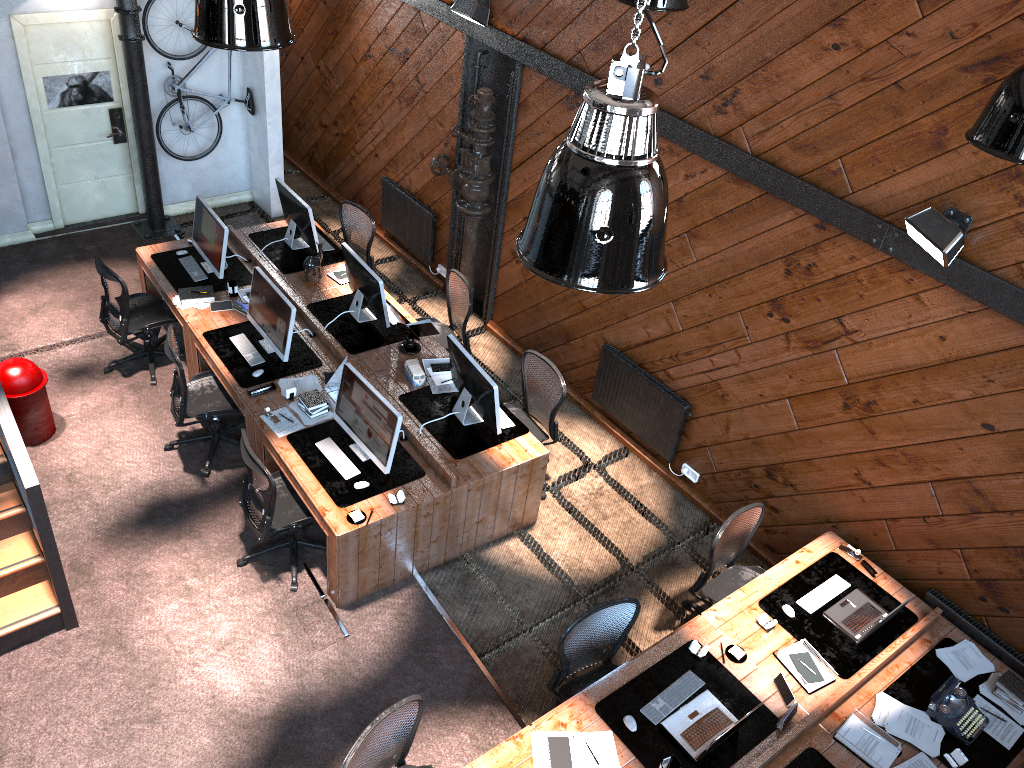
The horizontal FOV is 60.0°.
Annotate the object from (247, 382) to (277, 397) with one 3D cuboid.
[{"bbox_3d":[-1.909,0.042,6.765,0.215,0.031,0.089,-20,45,-33],"label":"object"}]

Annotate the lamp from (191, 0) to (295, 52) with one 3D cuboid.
[{"bbox_3d":[-1.058,-2.494,3.246,0.445,2.372,0.445,-4,38,-16],"label":"lamp"}]

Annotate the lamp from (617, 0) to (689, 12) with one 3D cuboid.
[{"bbox_3d":[0.929,-3.145,4.395,0.445,2.372,0.445,-11,41,-24],"label":"lamp"}]

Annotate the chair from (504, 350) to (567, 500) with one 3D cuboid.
[{"bbox_3d":[0.049,0.340,7.122,0.770,1.085,0.792,32,43,28],"label":"chair"}]

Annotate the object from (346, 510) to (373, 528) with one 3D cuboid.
[{"bbox_3d":[-1.012,0.870,5.840,0.154,0.026,0.158,11,37,3],"label":"object"}]

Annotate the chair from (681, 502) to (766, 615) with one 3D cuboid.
[{"bbox_3d":[1.602,1.390,6.031,0.792,1.085,0.770,25,40,21],"label":"chair"}]

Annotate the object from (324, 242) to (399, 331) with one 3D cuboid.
[{"bbox_3d":[-1.217,-0.816,7.605,0.642,0.578,0.772,11,37,3],"label":"object"}]

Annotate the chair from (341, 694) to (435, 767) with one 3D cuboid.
[{"bbox_3d":[-0.518,2.175,4.573,0.792,1.085,0.770,18,38,13],"label":"chair"}]

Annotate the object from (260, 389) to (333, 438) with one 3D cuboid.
[{"bbox_3d":[-1.589,0.193,6.568,0.478,0.098,0.319,-22,46,-34],"label":"object"}]

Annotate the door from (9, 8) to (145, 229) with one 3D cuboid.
[{"bbox_3d":[-4.496,-2.744,9.340,1.013,2.268,0.064,-20,45,-33],"label":"door"}]

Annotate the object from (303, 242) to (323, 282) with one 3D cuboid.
[{"bbox_3d":[-1.797,-1.130,8.077,0.229,0.351,0.135,-22,46,-34],"label":"object"}]

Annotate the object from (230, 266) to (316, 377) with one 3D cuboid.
[{"bbox_3d":[-1.966,-0.483,7.014,0.654,0.576,0.735,12,37,4],"label":"object"}]

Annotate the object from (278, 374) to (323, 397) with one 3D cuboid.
[{"bbox_3d":[-1.642,0.015,6.875,0.315,0.002,0.246,-9,40,-22],"label":"object"}]

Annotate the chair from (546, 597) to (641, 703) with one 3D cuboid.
[{"bbox_3d":[0.588,1.833,5.244,0.792,1.085,0.770,32,43,28],"label":"chair"}]

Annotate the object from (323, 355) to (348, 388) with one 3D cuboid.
[{"bbox_3d":[-1.378,-0.129,6.851,0.165,0.320,0.178,-13,42,-26],"label":"object"}]

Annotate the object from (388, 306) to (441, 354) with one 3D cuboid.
[{"bbox_3d":[-0.834,-0.455,7.334,0.417,0.380,0.304,21,38,16],"label":"object"}]

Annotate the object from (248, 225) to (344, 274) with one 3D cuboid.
[{"bbox_3d":[-2.062,-1.326,8.571,0.687,0.008,0.848,-19,45,-32],"label":"object"}]

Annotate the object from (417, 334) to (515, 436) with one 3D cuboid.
[{"bbox_3d":[-0.271,0.043,6.649,0.663,0.578,0.811,16,37,10],"label":"object"}]

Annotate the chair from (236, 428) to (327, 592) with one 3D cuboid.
[{"bbox_3d":[-1.579,0.774,6.227,0.770,1.085,0.792,32,43,28],"label":"chair"}]

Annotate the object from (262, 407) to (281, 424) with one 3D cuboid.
[{"bbox_3d":[-1.772,0.221,6.524,0.159,0.064,0.054,31,42,28],"label":"object"}]

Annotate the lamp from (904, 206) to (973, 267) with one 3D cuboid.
[{"bbox_3d":[2.388,-0.848,5.029,0.283,0.287,0.328,-21,45,-33],"label":"lamp"}]

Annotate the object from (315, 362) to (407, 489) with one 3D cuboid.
[{"bbox_3d":[-0.993,0.258,6.218,0.610,0.573,0.714,-21,46,-34],"label":"object"}]

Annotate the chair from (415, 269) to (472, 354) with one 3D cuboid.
[{"bbox_3d":[-0.686,-0.433,8.007,0.792,1.085,0.770,-21,46,-34],"label":"chair"}]

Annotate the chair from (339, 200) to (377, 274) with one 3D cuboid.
[{"bbox_3d":[-1.693,-1.199,8.827,0.770,1.085,0.792,25,40,21],"label":"chair"}]

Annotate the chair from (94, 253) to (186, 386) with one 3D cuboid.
[{"bbox_3d":[-3.277,-0.659,7.799,0.770,1.085,0.792,25,40,21],"label":"chair"}]

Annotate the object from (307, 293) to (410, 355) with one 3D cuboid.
[{"bbox_3d":[-1.292,-0.558,7.701,0.687,0.008,0.848,-19,45,-32],"label":"object"}]

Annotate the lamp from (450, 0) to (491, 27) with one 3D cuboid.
[{"bbox_3d":[-0.343,-3.261,7.701,0.262,0.260,0.328,-20,45,-33],"label":"lamp"}]

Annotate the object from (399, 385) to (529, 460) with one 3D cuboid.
[{"bbox_3d":[-0.375,0.230,6.833,0.687,0.008,0.848,-19,45,-32],"label":"object"}]

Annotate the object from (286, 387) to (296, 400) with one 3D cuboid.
[{"bbox_3d":[-1.672,0.075,6.709,0.076,0.102,0.034,-20,45,-32],"label":"object"}]

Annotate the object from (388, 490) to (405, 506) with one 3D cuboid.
[{"bbox_3d":[-0.782,0.767,5.993,0.106,0.063,0.082,-7,39,-20],"label":"object"}]

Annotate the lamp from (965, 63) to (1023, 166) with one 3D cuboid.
[{"bbox_3d":[2.319,-1.954,3.104,0.445,2.372,0.445,-23,47,-35],"label":"lamp"}]

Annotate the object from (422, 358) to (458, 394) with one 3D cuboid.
[{"bbox_3d":[-0.544,-0.078,7.187,0.304,0.017,0.467,-4,38,-16],"label":"object"}]

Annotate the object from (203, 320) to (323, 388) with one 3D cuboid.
[{"bbox_3d":[-2.026,-0.285,7.194,0.687,0.008,0.848,-19,45,-32],"label":"object"}]

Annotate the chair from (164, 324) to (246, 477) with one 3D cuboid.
[{"bbox_3d":[-2.398,0.047,7.032,0.792,1.085,0.770,-21,46,-34],"label":"chair"}]

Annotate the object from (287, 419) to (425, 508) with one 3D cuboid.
[{"bbox_3d":[-1.116,0.507,6.320,0.687,0.008,0.848,-19,45,-32],"label":"object"}]

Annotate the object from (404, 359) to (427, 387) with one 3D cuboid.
[{"bbox_3d":[-0.777,-0.090,7.110,0.128,0.146,0.253,-10,40,-23],"label":"object"}]

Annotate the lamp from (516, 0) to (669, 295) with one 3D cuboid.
[{"bbox_3d":[0.370,-1.318,1.877,0.445,2.372,0.445,11,37,4],"label":"lamp"}]

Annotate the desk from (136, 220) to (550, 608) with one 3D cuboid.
[{"bbox_3d":[-1.639,-0.118,7.605,1.748,0.840,4.117,-19,44,-31],"label":"desk"}]

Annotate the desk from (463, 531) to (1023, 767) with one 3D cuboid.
[{"bbox_3d":[1.127,2.360,4.853,4.117,0.840,1.748,-20,45,-33],"label":"desk"}]
